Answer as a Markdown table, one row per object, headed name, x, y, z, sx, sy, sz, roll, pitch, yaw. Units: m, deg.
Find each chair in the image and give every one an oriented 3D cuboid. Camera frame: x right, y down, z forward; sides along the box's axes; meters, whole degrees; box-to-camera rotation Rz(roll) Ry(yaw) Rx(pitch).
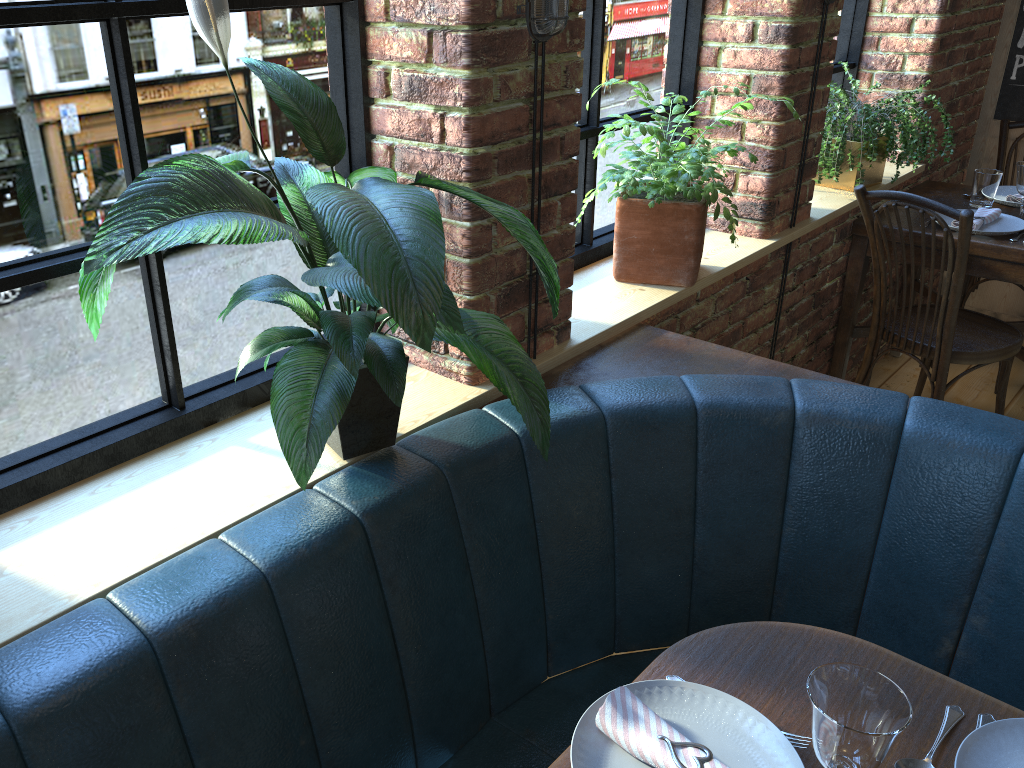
| name | x | y | z | sx | sy | sz | roll | pitch | yaw |
| --- | --- | --- | --- | --- | --- | --- | --- | --- | --- |
| chair | 1.320 | -0.175 | 2.749 | 0.504 | 0.906 | 0.423 | -13 | 28 | -26 |
| chair | 1.972 | -0.529 | 3.441 | 0.424 | 0.906 | 0.503 | 17 | 30 | 32 |

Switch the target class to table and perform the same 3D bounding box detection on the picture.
| name | x | y | z | sx | sy | sz | roll | pitch | yaw |
| --- | --- | --- | --- | --- | --- | --- | --- | --- | --- |
| table | 1.648 | -0.230 | 3.066 | 0.786 | 0.719 | 0.723 | 20 | 32 | 37 |
| table | 0.174 | 0.973 | 0.744 | 0.863 | 0.654 | 1.483 | 20 | 33 | 37 |

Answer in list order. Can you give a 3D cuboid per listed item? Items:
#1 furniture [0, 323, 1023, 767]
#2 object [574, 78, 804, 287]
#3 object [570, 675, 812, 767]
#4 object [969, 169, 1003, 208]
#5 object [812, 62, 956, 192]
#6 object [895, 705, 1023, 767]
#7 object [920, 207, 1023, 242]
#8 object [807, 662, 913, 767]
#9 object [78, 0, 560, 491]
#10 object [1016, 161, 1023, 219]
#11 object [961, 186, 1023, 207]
| name | x | y | z | sx | sy | sz | roll | pitch | yaw |
| --- | --- | --- | --- | --- | --- | --- | --- | --- | --- |
| furniture | -0.032 | 0.818 | 0.890 | 1.431 | 0.813 | 2.515 | 20 | 33 | 37 |
| object | 0.364 | -0.492 | 2.104 | 0.447 | 0.478 | 0.437 | -12 | 28 | -24 |
| object | 0.193 | 0.449 | 1.016 | 0.282 | 0.051 | 0.313 | 22 | 35 | 40 |
| object | 1.615 | -0.667 | 3.011 | 0.081 | 0.118 | 0.088 | -14 | 29 | -28 |
| object | 1.154 | -0.825 | 2.869 | 0.522 | 0.365 | 0.584 | 20 | 33 | 37 |
| object | 0.621 | 0.461 | 0.967 | 0.340 | 0.051 | 0.259 | 22 | 35 | 40 |
| object | 1.493 | -0.516 | 2.784 | 0.340 | 0.051 | 0.259 | 22 | 35 | 40 |
| object | 0.352 | 0.405 | 0.937 | 0.096 | 0.190 | 0.102 | -8 | 26 | -18 |
| object | -0.274 | -0.218 | 1.249 | 0.637 | 0.744 | 0.706 | 20 | 32 | 36 |
| object | 1.628 | -0.600 | 2.788 | 0.100 | 0.190 | 0.097 | 5 | 25 | 11 |
| object | 1.771 | -0.663 | 3.070 | 0.340 | 0.051 | 0.259 | 22 | 35 | 40 |
